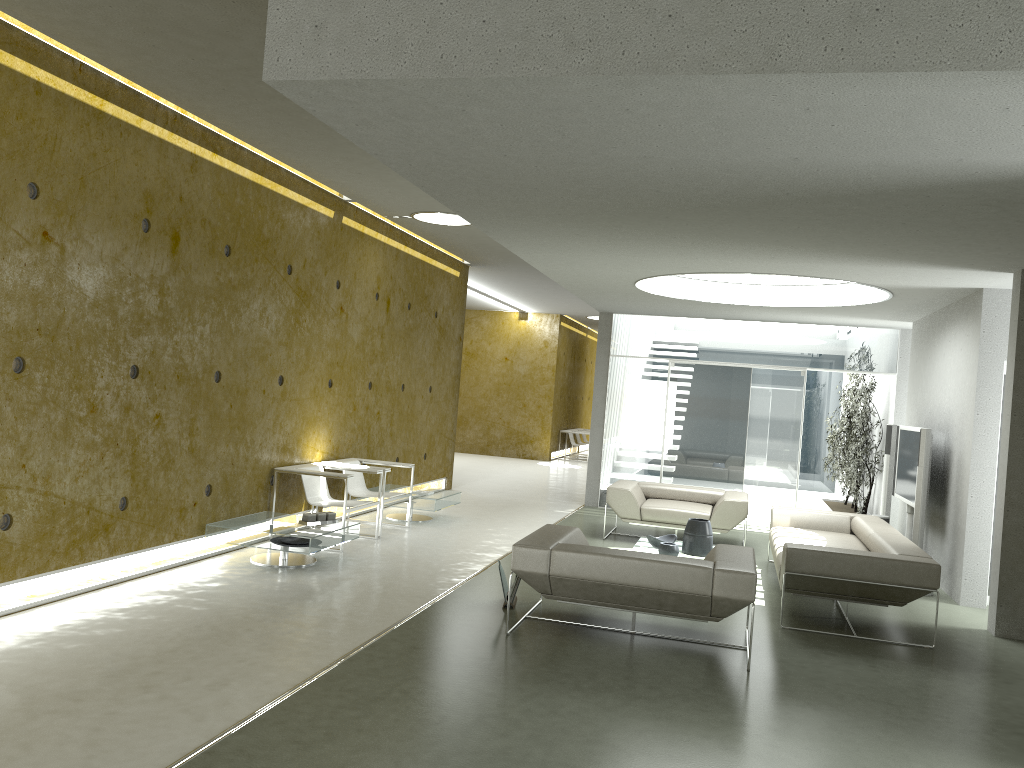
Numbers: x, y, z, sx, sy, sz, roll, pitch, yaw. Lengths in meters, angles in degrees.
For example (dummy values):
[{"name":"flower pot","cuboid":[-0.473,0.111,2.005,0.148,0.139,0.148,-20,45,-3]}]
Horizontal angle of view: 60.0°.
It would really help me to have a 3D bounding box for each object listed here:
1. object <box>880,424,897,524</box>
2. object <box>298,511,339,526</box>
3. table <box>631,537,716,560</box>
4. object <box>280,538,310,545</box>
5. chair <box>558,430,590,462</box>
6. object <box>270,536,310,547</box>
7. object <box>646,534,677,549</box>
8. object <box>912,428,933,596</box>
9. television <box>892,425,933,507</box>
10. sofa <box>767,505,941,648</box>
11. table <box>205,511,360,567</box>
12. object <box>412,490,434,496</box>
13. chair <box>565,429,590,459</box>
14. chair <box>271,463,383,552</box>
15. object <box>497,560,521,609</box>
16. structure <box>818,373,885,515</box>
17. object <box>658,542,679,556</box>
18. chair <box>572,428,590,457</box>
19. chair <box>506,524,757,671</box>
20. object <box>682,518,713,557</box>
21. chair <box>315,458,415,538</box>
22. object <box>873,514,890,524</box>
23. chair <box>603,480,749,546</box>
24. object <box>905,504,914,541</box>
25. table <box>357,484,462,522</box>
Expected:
[{"name":"object","cuboid":[4.281,1.194,10.109,0.310,1.469,0.310,4,-1,41]},{"name":"object","cuboid":[-1.597,1.107,7.341,0.118,0.097,0.326,4,0,39]},{"name":"table","cuboid":[1.447,1.595,7.805,0.790,0.200,1.500,4,0,14]},{"name":"object","cuboid":[-1.706,1.248,6.997,0.239,0.027,0.239,4,0,31]},{"name":"chair","cuboid":[1.535,1.456,20.919,0.710,0.667,0.800,4,0,14]},{"name":"object","cuboid":[-1.706,1.251,6.997,0.394,0.027,0.394,4,0,-3]},{"name":"object","cuboid":[1.352,1.427,8.025,0.317,0.125,0.223,5,0,-39]},{"name":"object","cuboid":[3.663,1.132,7.958,0.310,1.469,0.310,5,0,-9]},{"name":"television","cuboid":[4.080,0.826,8.986,0.127,0.781,1.603,4,0,14]},{"name":"sofa","cuboid":[2.734,1.499,7.475,1.037,0.585,2.791,4,0,14]},{"name":"table","cuboid":[-1.847,1.285,7.222,0.900,0.300,0.900,4,0,14]},{"name":"object","cuboid":[-0.985,1.205,9.811,0.197,0.029,0.189,4,0,14]},{"name":"chair","cuboid":[1.746,1.478,21.748,0.710,0.667,0.800,4,0,14]},{"name":"chair","cuboid":[-1.705,1.119,8.215,0.710,0.667,0.800,4,0,14]},{"name":"object","cuboid":[-0.019,1.428,6.349,0.216,0.288,0.329,4,0,4]},{"name":"structure","cuboid":[5.004,0.710,13.128,0.646,2.589,3.371,4,0,14]},{"name":"object","cuboid":[1.348,1.430,7.629,0.177,0.113,0.177,4,0,-5]},{"name":"chair","cuboid":[1.958,1.500,22.578,0.710,0.667,0.800,4,0,14]},{"name":"chair","cuboid":[0.818,1.341,5.826,1.481,0.583,1.039,4,0,14]},{"name":"object","cuboid":[1.647,1.355,7.848,0.265,0.309,0.265,4,0,-3]},{"name":"chair","cuboid":[-1.493,1.141,9.044,0.710,0.667,0.800,4,0,14]},{"name":"object","cuboid":[4.037,1.679,9.757,0.175,0.461,0.185,4,0,9]},{"name":"chair","cuboid":[1.830,1.447,9.797,1.481,0.583,1.039,4,0,14]},{"name":"object","cuboid":[3.971,1.555,8.995,0.323,0.689,0.882,4,0,14]},{"name":"table","cuboid":[-1.143,1.359,9.982,0.900,0.300,0.900,4,0,14]}]
